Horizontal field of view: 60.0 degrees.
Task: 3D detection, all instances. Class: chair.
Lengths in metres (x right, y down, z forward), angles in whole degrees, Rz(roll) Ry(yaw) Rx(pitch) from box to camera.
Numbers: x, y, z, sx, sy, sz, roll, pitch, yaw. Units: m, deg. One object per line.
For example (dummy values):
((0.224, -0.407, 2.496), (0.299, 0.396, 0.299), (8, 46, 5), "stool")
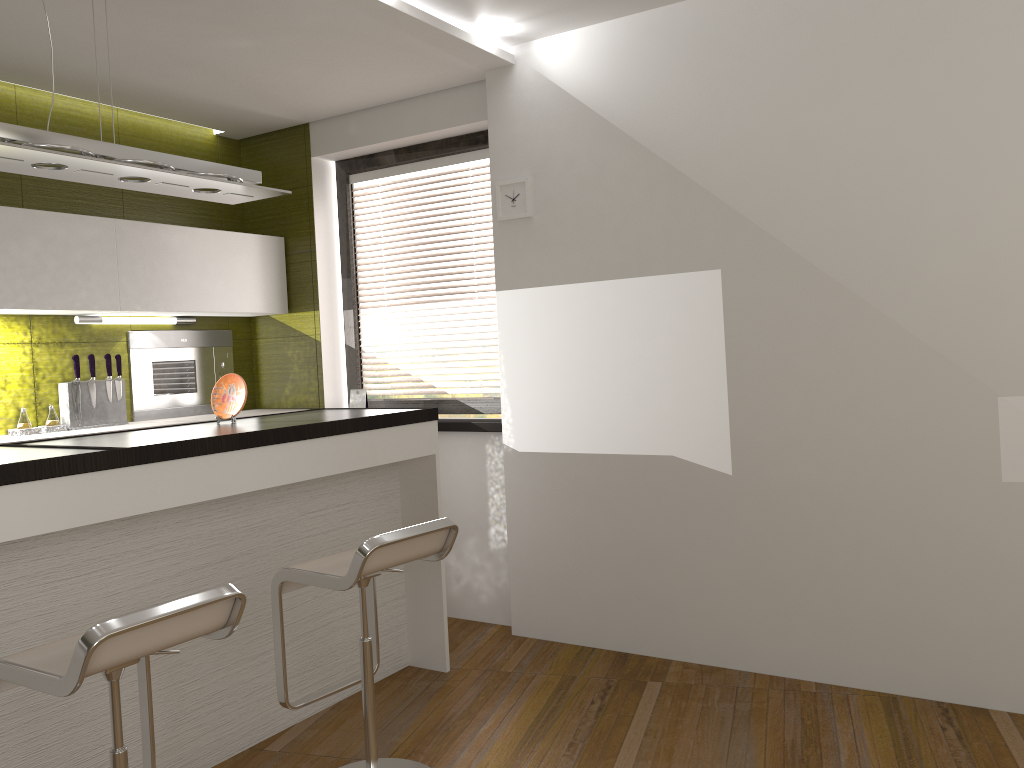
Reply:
((-0.885, 0.898, 2.030), (0.460, 0.857, 0.418), (-1, 3, 32), "chair")
((-0.436, 0.850, 2.747), (0.460, 0.857, 0.418), (-1, 3, 37), "chair")

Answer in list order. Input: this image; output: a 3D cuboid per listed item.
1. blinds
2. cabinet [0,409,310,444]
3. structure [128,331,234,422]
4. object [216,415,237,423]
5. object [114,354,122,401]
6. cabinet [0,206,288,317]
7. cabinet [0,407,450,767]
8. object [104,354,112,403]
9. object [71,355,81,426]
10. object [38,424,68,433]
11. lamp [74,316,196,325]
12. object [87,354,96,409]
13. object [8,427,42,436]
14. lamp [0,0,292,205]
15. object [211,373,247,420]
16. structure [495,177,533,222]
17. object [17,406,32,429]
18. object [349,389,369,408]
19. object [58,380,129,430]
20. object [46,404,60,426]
((-1.435, -3.180, 8.717), (16.000, 12.704, 9.030), (-3, 2, -18), "blinds")
((-2.091, 0.770, 3.903), (0.465, 1.086, 2.940), (-1, 3, 32), "cabinet")
((-1.779, -0.055, 4.837), (0.015, 0.469, 0.663), (-1, 3, 32), "structure")
((-1.100, 0.086, 3.456), (0.088, 0.131, 0.072), (-2, 2, 27), "object")
((-1.927, -0.030, 4.339), (0.013, 0.231, 0.040), (-1, 3, 32), "object")
((-2.360, 0.287, 3.725), (0.724, 2.089, 3.471), (-1, 3, 32), "cabinet")
((-1.350, 0.755, 2.717), (0.663, 1.134, 2.947), (-1, 3, 32), "cabinet")
((-1.954, -0.026, 4.297), (0.013, 0.243, 0.036), (-1, 3, 32), "object")
((-2.042, 0.031, 4.156), (0.013, 0.339, 0.046), (-1, 3, 32), "object")
((-2.124, 0.207, 4.103), (0.107, 0.032, 0.107), (-1, 3, 44), "object")
((-1.918, -0.327, 4.562), (0.095, 0.041, 0.716), (-1, 3, 32), "lamp")
((-2.001, -0.011, 4.222), (0.013, 0.264, 0.042), (-1, 3, 32), "object")
((-2.187, 0.215, 3.980), (0.107, 0.032, 0.107), (-1, 3, 33), "object")
((-1.424, -1.001, 2.688), (0.326, 0.683, 1.677), (-1, 3, 32), "lamp")
((-1.103, 0.048, 3.456), (0.184, 0.178, 0.055), (-2, 2, 28), "object")
((0.010, -0.851, 4.089), (0.180, 0.180, 0.026), (-1, 3, 32), "structure")
((-2.189, 0.160, 3.978), (0.059, 0.121, 0.059), (-3, 2, -12), "object")
((-0.838, 0.115, 4.854), (0.106, 0.169, 0.057), (-2, 2, 27), "object")
((-2.015, 0.099, 4.271), (0.107, 0.227, 0.293), (-1, 3, 32), "object")
((-2.126, 0.152, 4.101), (0.059, 0.121, 0.059), (-3, 2, -1), "object")
